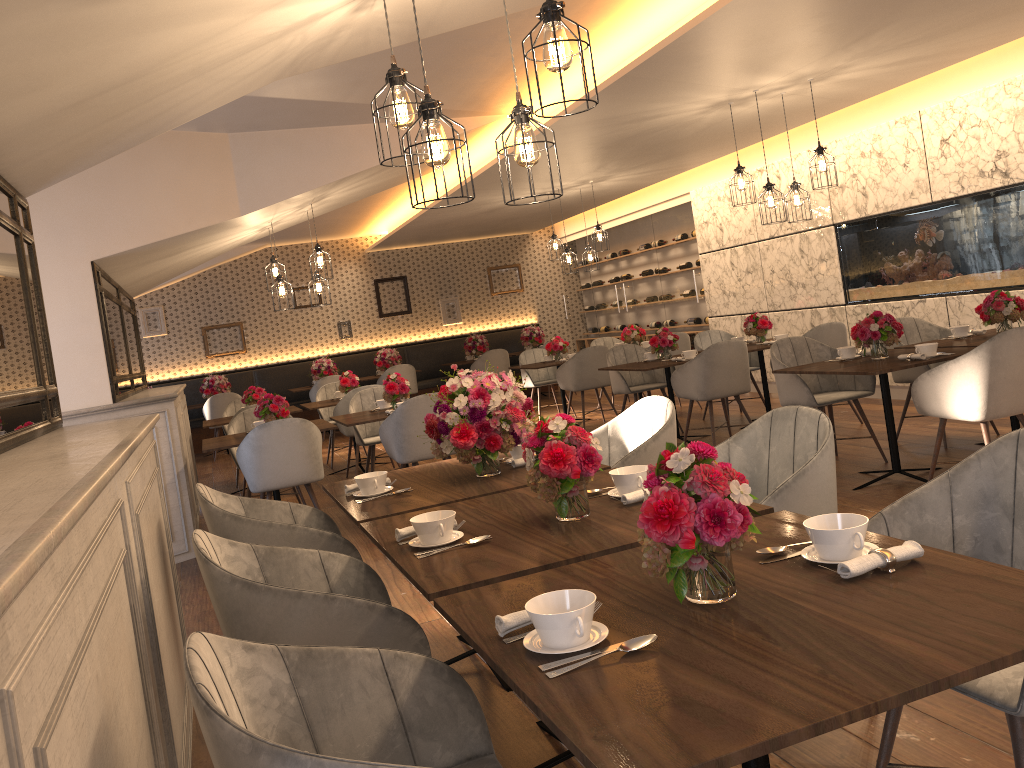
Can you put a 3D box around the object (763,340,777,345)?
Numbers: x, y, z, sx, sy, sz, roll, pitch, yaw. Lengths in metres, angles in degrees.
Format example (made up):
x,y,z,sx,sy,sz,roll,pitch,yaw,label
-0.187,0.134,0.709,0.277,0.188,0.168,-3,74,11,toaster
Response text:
x,y,z,sx,sy,sz,roll,pitch,yaw,label
2.243,-0.358,7.672,0.056,0.039,0.175,-10,4,-19,object

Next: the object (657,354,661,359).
x,y,z,sx,sy,sz,roll,pitch,yaw,label
1.364,-0.252,8.008,0.056,0.039,0.175,-10,4,-19,object

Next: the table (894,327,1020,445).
x,y,z,sx,sy,sz,roll,pitch,yaw,label
3.129,0.053,5.553,0.899,0.720,0.895,-10,3,-19,table

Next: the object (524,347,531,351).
x,y,z,sx,sy,sz,roll,pitch,yaw,label
0.270,-0.577,14.312,0.148,0.072,0.149,-7,4,23,object

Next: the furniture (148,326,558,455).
x,y,z,sx,sy,sz,roll,pitch,yaw,label
-2.681,0.135,13.621,7.108,1.081,0.540,-10,2,-19,furniture

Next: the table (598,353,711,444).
x,y,z,sx,sy,sz,roll,pitch,yaw,label
1.388,0.155,7.671,0.899,0.720,0.895,-10,3,-19,table

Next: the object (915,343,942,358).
x,y,z,sx,sy,sz,roll,pitch,yaw,label
2.334,-0.187,4.977,0.148,0.072,0.149,-7,4,23,object

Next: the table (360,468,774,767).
x,y,z,sx,sy,sz,roll,pitch,yaw,label
0.142,0.728,2.494,0.899,0.720,0.895,-10,3,-19,table

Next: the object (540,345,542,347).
x,y,z,sx,sy,sz,roll,pitch,yaw,label
0.504,-0.569,13.749,0.148,0.072,0.149,-7,4,28,object

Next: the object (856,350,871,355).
x,y,z,sx,sy,sz,roll,pitch,yaw,label
2.209,-0.196,5.578,0.056,0.039,0.175,-10,4,-19,object

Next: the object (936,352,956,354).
x,y,z,sx,sy,sz,roll,pitch,yaw,label
2.437,-0.177,5.033,0.043,0.015,0.197,-10,5,-23,object

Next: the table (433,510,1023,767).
x,y,z,sx,sy,sz,roll,pitch,yaw,label
0.450,0.748,1.607,0.899,0.720,0.895,-10,3,-19,table

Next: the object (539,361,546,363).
x,y,z,sx,sy,sz,roll,pitch,yaw,label
0.347,-0.256,10.255,0.043,0.015,0.197,-10,5,-23,object

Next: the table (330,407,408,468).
x,y,z,sx,sy,sz,roll,pitch,yaw,label
-0.825,0.555,6.733,0.899,0.720,0.895,-10,3,-19,table

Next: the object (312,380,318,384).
x,y,z,sx,sy,sz,roll,pitch,yaw,label
-2.903,-0.019,13.192,0.148,0.072,0.149,-7,4,28,object

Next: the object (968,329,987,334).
x,y,z,sx,sy,sz,roll,pitch,yaw,label
3.066,-0.347,5.880,0.056,0.039,0.175,-10,4,-19,object

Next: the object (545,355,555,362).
x,y,z,sx,sy,sz,roll,pitch,yaw,label
0.442,-0.303,10.310,0.149,0.072,0.148,-12,5,-41,object

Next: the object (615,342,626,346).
x,y,z,sx,sy,sz,roll,pitch,yaw,label
1.299,-0.454,10.613,0.149,0.072,0.148,-12,5,-41,object

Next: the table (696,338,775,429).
x,y,z,sx,sy,sz,roll,pitch,yaw,label
2.283,-0.003,7.987,0.899,0.720,0.895,-10,3,-19,table

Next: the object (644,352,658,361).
x,y,z,sx,sy,sz,roll,pitch,yaw,label
1.256,-0.250,7.969,0.149,0.072,0.148,-12,5,-41,object

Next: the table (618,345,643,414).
x,y,z,sx,sy,sz,roll,pitch,yaw,label
1.470,-0.056,10.326,0.899,0.720,0.895,-10,3,-19,table

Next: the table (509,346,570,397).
x,y,z,sx,sy,sz,roll,pitch,yaw,label
0.383,-0.170,14.021,0.899,0.720,0.895,-10,3,-19,table

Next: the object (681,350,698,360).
x,y,z,sx,sy,sz,roll,pitch,yaw,label
1.489,-0.242,7.407,0.149,0.072,0.148,-12,5,-41,object

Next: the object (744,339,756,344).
x,y,z,sx,sy,sz,roll,pitch,yaw,label
2.222,-0.402,8.310,0.056,0.039,0.175,-10,4,-19,object

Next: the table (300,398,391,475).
x,y,z,sx,sy,sz,roll,pitch,yaw,label
-1.588,0.505,8.928,0.899,0.720,0.895,-10,3,-19,table

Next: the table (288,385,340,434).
x,y,z,sx,sy,sz,roll,pitch,yaw,label
-2.729,0.377,12.923,0.899,0.720,0.895,-10,3,-19,table

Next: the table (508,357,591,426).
x,y,z,sx,sy,sz,roll,pitch,yaw,label
0.575,0.101,10.010,0.899,0.720,0.895,-10,3,-19,table

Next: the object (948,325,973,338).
x,y,z,sx,sy,sz,roll,pitch,yaw,label
2.958,-0.345,5.842,0.148,0.072,0.149,-7,4,23,object

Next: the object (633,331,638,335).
x,y,z,sx,sy,sz,roll,pitch,yaw,label
1.411,-0.591,10.253,0.048,0.052,0.076,-11,4,-39,object

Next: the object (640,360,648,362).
x,y,z,sx,sy,sz,roll,pitch,yaw,label
1.161,-0.202,7.914,0.043,0.015,0.197,-10,5,-23,object

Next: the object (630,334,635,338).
x,y,z,sx,sy,sz,roll,pitch,yaw,label
1.390,-0.557,10.257,0.049,0.052,0.077,-9,3,-9,object

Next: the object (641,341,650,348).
x,y,z,sx,sy,sz,roll,pitch,yaw,label
1.533,-0.447,10.050,0.149,0.072,0.148,-12,5,-41,object

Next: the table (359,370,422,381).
x,y,z,sx,sy,sz,roll,pitch,yaw,label
-1.834,0.219,13.239,0.899,0.720,0.895,-10,3,-19,table

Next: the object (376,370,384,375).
x,y,z,sx,sy,sz,roll,pitch,yaw,label
-1.997,-0.178,13.511,0.148,0.072,0.149,-7,4,28,object

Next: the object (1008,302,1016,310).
x,y,z,sx,sy,sz,roll,pitch,yaw,label
3.069,-0.483,5.482,0.048,0.052,0.076,-11,4,-39,object

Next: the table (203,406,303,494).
x,y,z,sx,sy,sz,roll,pitch,yaw,label
-2.483,0.663,8.612,0.899,0.720,0.895,-10,3,-19,table

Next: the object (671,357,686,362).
x,y,z,sx,sy,sz,roll,pitch,yaw,label
1.385,-0.207,7.369,0.056,0.039,0.175,-10,4,-19,object

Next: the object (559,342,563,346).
x,y,z,sx,sy,sz,roll,pitch,yaw,label
0.536,-0.448,9.977,0.077,0.052,0.046,-6,3,33,object

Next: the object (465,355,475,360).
x,y,z,sx,sy,sz,roll,pitch,yaw,label
-0.664,-0.412,13.982,0.148,0.072,0.149,-7,4,28,object

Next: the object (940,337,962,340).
x,y,z,sx,sy,sz,roll,pitch,yaw,label
2.863,-0.297,5.787,0.043,0.015,0.197,-10,5,-23,object

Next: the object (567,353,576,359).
x,y,z,sx,sy,sz,roll,pitch,yaw,label
0.675,-0.296,9.747,0.149,0.072,0.148,-12,5,-41,object

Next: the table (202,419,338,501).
x,y,z,sx,sy,sz,roll,pitch,yaw,label
-1.720,0.713,6.418,0.899,0.720,0.895,-10,3,-19,table

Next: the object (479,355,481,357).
x,y,z,sx,sy,sz,roll,pitch,yaw,label
-0.431,-0.405,13.419,0.148,0.072,0.149,-7,4,23,object

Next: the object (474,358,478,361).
x,y,z,sx,sy,sz,roll,pitch,yaw,label
-0.535,-0.370,13.382,0.056,0.039,0.175,-10,4,-19,object

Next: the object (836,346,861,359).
x,y,z,sx,sy,sz,roll,pitch,yaw,label
2.100,-0.194,5.540,0.148,0.072,0.149,-7,4,23,object

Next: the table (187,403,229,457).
x,y,z,sx,sy,sz,roll,pitch,yaw,label
-4.050,0.609,12.456,0.899,0.720,0.895,-10,3,-19,table

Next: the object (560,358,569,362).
x,y,z,sx,sy,sz,roll,pitch,yaw,label
0.572,-0.260,9.710,0.056,0.039,0.175,-10,4,-19,object

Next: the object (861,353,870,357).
x,y,z,sx,sy,sz,roll,pitch,yaw,label
2.181,-0.183,5.557,0.025,0.024,0.192,-9,4,-19,object

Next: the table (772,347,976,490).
x,y,z,sx,sy,sz,roll,pitch,yaw,label
2.234,0.210,5.237,0.899,0.720,0.895,-10,3,-19,table

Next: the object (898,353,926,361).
x,y,z,sx,sy,sz,roll,pitch,yaw,label
2.230,-0.151,4.939,0.056,0.039,0.175,-10,4,-19,object

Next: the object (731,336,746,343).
x,y,z,sx,sy,sz,roll,pitch,yaw,label
2.113,-0.400,8.272,0.149,0.072,0.148,-12,5,-41,object

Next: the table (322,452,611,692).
x,y,z,sx,sy,sz,roll,pitch,yaw,label
-0.166,0.708,3.380,0.899,0.720,0.895,-10,3,-19,table

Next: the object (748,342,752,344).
x,y,z,sx,sy,sz,roll,pitch,yaw,label
2.194,-0.389,8.290,0.025,0.024,0.192,-9,4,-19,object

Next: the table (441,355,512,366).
x,y,z,sx,sy,sz,roll,pitch,yaw,label
-0.513,-0.013,13.705,0.899,0.720,0.895,-10,3,-19,table

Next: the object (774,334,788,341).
x,y,z,sx,sy,sz,roll,pitch,yaw,label
2.346,-0.393,7.709,0.149,0.072,0.148,-12,5,-41,object

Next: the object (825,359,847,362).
x,y,z,sx,sy,sz,roll,pitch,yaw,label
2.005,-0.147,5.485,0.043,0.015,0.197,-10,5,-23,object

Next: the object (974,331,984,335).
x,y,z,sx,sy,sz,roll,pitch,yaw,label
3.038,-0.334,5.860,0.025,0.024,0.192,-9,4,-19,object
